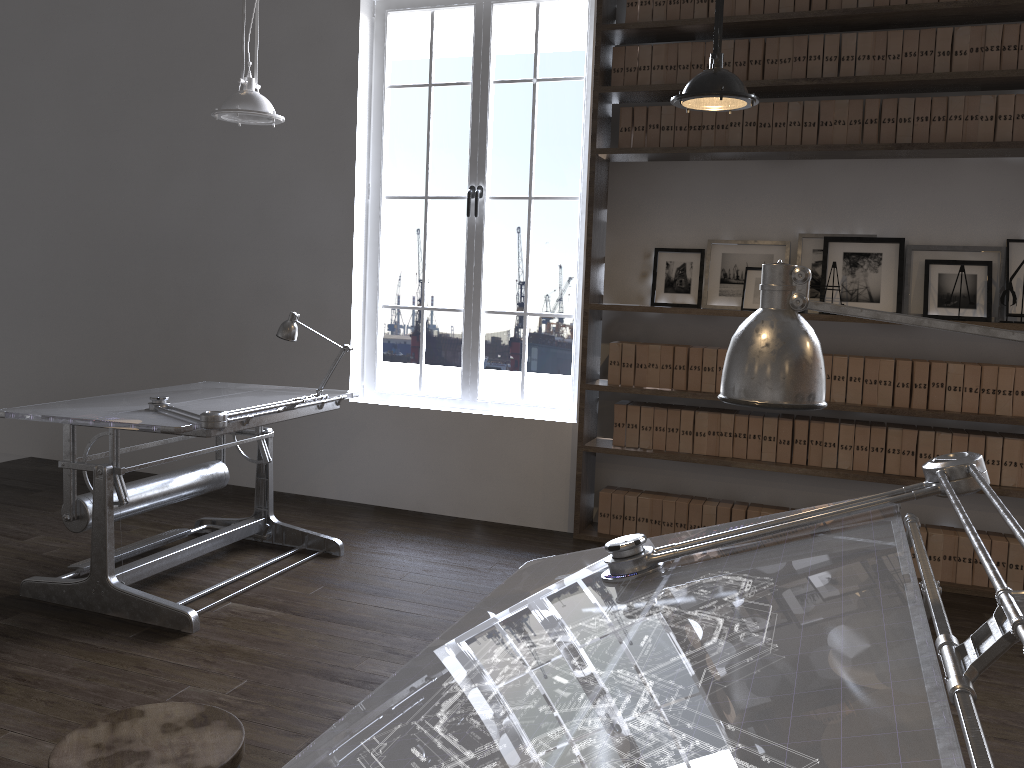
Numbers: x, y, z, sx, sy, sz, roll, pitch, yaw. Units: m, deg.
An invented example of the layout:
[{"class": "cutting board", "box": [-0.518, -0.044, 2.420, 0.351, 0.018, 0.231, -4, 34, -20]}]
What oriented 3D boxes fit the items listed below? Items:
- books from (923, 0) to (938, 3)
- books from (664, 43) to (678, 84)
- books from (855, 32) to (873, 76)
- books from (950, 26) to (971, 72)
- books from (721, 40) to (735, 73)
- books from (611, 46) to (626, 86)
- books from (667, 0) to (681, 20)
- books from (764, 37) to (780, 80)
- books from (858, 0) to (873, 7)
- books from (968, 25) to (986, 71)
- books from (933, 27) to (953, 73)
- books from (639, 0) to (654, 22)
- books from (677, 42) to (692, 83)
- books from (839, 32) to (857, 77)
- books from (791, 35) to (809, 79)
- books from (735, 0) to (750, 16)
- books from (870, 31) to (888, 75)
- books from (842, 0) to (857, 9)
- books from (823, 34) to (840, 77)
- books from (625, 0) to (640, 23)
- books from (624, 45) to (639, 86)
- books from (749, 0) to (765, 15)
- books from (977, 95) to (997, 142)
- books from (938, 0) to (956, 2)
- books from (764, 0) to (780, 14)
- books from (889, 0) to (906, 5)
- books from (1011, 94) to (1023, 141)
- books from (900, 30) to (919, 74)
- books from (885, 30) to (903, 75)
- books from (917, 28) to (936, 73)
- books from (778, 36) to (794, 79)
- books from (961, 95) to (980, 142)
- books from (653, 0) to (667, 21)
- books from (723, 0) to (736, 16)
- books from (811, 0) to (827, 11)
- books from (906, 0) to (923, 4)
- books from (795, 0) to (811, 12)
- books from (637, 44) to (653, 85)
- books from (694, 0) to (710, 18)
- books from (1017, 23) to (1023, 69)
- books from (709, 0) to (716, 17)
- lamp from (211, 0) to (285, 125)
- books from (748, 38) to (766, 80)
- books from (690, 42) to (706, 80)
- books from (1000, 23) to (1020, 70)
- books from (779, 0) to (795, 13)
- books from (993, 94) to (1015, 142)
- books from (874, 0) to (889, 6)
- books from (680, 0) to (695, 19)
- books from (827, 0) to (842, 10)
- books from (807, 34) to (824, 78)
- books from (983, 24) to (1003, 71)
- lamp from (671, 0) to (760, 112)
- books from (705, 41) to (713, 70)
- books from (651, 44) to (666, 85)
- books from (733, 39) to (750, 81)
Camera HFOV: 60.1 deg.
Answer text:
[{"class": "books", "box": [1.958, -1.853, 4.148, 0.067, 0.225, 0.175, 4, 5, 20]}, {"class": "books", "box": [0.837, -1.628, 4.587, 0.067, 0.225, 0.175, 4, 5, 20]}, {"class": "books", "box": [1.694, -1.557, 4.266, 0.067, 0.225, 0.175, 4, 5, 20]}, {"class": "books", "box": [2.079, -1.526, 4.122, 0.067, 0.225, 0.175, 4, 5, 20]}, {"class": "books", "box": [1.094, -1.606, 4.488, 0.067, 0.225, 0.175, 4, 5, 20]}, {"class": "books", "box": [0.581, -1.649, 4.686, 0.067, 0.225, 0.175, 4, 5, 20]}, {"class": "books", "box": [0.850, -1.945, 4.570, 0.067, 0.225, 0.175, 4, 5, 20]}, {"class": "books", "box": [1.302, -1.590, 4.416, 0.067, 0.225, 0.175, 4, 5, 20]}, {"class": "books", "box": [1.700, -1.875, 4.248, 0.067, 0.225, 0.175, 4, 5, 20]}, {"class": "books", "box": [2.139, -1.521, 4.101, 0.067, 0.225, 0.175, 4, 5, 20]}, {"class": "books", "box": [2.011, -1.531, 4.145, 0.067, 0.225, 0.175, 4, 5, 20]}, {"class": "books", "box": [0.715, -1.955, 4.612, 0.067, 0.225, 0.175, 4, 5, 20]}, {"class": "books", "box": [0.898, -1.622, 4.560, 0.067, 0.225, 0.175, 4, 5, 20]}, {"class": "books", "box": [1.626, -1.563, 4.289, 0.067, 0.225, 0.175, 4, 5, 20]}, {"class": "books", "box": [1.420, -1.579, 4.364, 0.067, 0.225, 0.175, 4, 5, 20]}, {"class": "books", "box": [1.168, -1.918, 4.444, 0.067, 0.225, 0.175, 4, 5, 20]}, {"class": "books", "box": [1.753, -1.553, 4.245, 0.067, 0.225, 0.175, 4, 5, 20]}, {"class": "books", "box": [1.631, -1.880, 4.270, 0.067, 0.225, 0.175, 4, 5, 20]}, {"class": "books", "box": [1.557, -1.569, 4.317, 0.067, 0.225, 0.175, 4, 5, 20]}, {"class": "books", "box": [0.647, -1.961, 4.638, 0.067, 0.225, 0.175, 4, 5, 20]}, {"class": "books", "box": [0.645, -1.644, 4.659, 0.067, 0.225, 0.175, 4, 5, 20]}, {"class": "books", "box": [1.233, -1.913, 4.426, 0.067, 0.225, 0.175, 4, 5, 20]}, {"class": "books", "box": [2.184, -1.206, 4.098, 0.067, 0.225, 0.175, 4, 5, 20]}, {"class": "books", "box": [2.026, -1.847, 4.123, 0.067, 0.225, 0.175, 4, 5, 20]}, {"class": "books", "box": [1.299, -1.908, 4.401, 0.067, 0.225, 0.175, 4, 5, 20]}, {"class": "books", "box": [1.831, -1.864, 4.202, 0.067, 0.225, 0.175, 4, 5, 20]}, {"class": "books", "box": [2.318, -1.195, 4.050, 0.067, 0.225, 0.175, 4, 5, 20]}, {"class": "books", "box": [1.882, -1.542, 4.200, 0.067, 0.225, 0.175, 4, 5, 20]}, {"class": "books", "box": [1.814, -1.547, 4.218, 0.067, 0.225, 0.175, 4, 5, 20]}, {"class": "books", "box": [1.947, -1.537, 4.174, 0.067, 0.225, 0.175, 4, 5, 20]}, {"class": "books", "box": [1.362, -1.585, 4.390, 0.067, 0.225, 0.175, 4, 5, 20]}, {"class": "books", "box": [2.125, -1.211, 4.121, 0.067, 0.225, 0.175, 4, 5, 20]}, {"class": "books", "box": [0.784, -1.950, 4.590, 0.067, 0.225, 0.175, 4, 5, 20]}, {"class": "books", "box": [1.107, -1.924, 4.471, 0.067, 0.225, 0.175, 4, 5, 20]}, {"class": "books", "box": [1.500, -1.891, 4.320, 0.067, 0.225, 0.175, 4, 5, 20]}, {"class": "books", "box": [1.900, -1.858, 4.174, 0.067, 0.225, 0.175, 4, 5, 20]}, {"class": "books", "box": [1.432, -1.897, 4.352, 0.067, 0.225, 0.175, 4, 5, 20]}, {"class": "books", "box": [0.710, -1.638, 4.631, 0.067, 0.225, 0.175, 4, 5, 20]}, {"class": "books", "box": [0.979, -1.934, 4.515, 0.067, 0.225, 0.175, 4, 5, 20]}, {"class": "books", "box": [2.331, -1.505, 4.031, 0.067, 0.225, 0.175, 4, 5, 20]}, {"class": "books", "box": [1.048, -1.928, 4.492, 0.067, 0.225, 0.175, 4, 5, 20]}, {"class": "lamp", "box": [-1.114, -2.282, 3.820, 0.313, 2.245, 0.312, 2, 4, 0]}, {"class": "books", "box": [1.231, -1.595, 4.436, 0.067, 0.225, 0.175, 4, 5, 20]}, {"class": "books", "box": [0.963, -1.618, 4.541, 0.067, 0.225, 0.175, 4, 5, 20]}, {"class": "books", "box": [2.265, -1.511, 4.056, 0.067, 0.225, 0.175, 4, 5, 20]}, {"class": "books", "box": [1.364, -1.902, 4.372, 0.067, 0.225, 0.175, 4, 5, 20]}, {"class": "books", "box": [2.251, -1.201, 4.071, 0.067, 0.225, 0.175, 4, 5, 20]}, {"class": "books", "box": [1.766, -1.870, 4.228, 0.067, 0.225, 0.175, 4, 5, 20]}, {"class": "books", "box": [0.915, -1.939, 4.544, 0.067, 0.225, 0.175, 4, 5, 20]}, {"class": "books", "box": [1.572, -1.886, 4.300, 0.067, 0.225, 0.175, 4, 5, 20]}, {"class": "books", "box": [1.488, -1.574, 4.339, 0.067, 0.225, 0.175, 4, 5, 20]}, {"class": "books", "box": [2.200, -1.515, 4.074, 0.067, 0.225, 0.175, 4, 5, 20]}, {"class": "lamp", "box": [0.773, -2.127, 3.119, 0.313, 2.245, 0.312, 2, 4, 0]}, {"class": "books", "box": [1.030, -1.612, 4.517, 0.067, 0.225, 0.175, 4, 5, 20]}, {"class": "books", "box": [0.778, -1.633, 4.608, 0.067, 0.225, 0.175, 4, 5, 20]}, {"class": "books", "box": [1.163, -1.601, 4.468, 0.067, 0.225, 0.175, 4, 5, 20]}]
